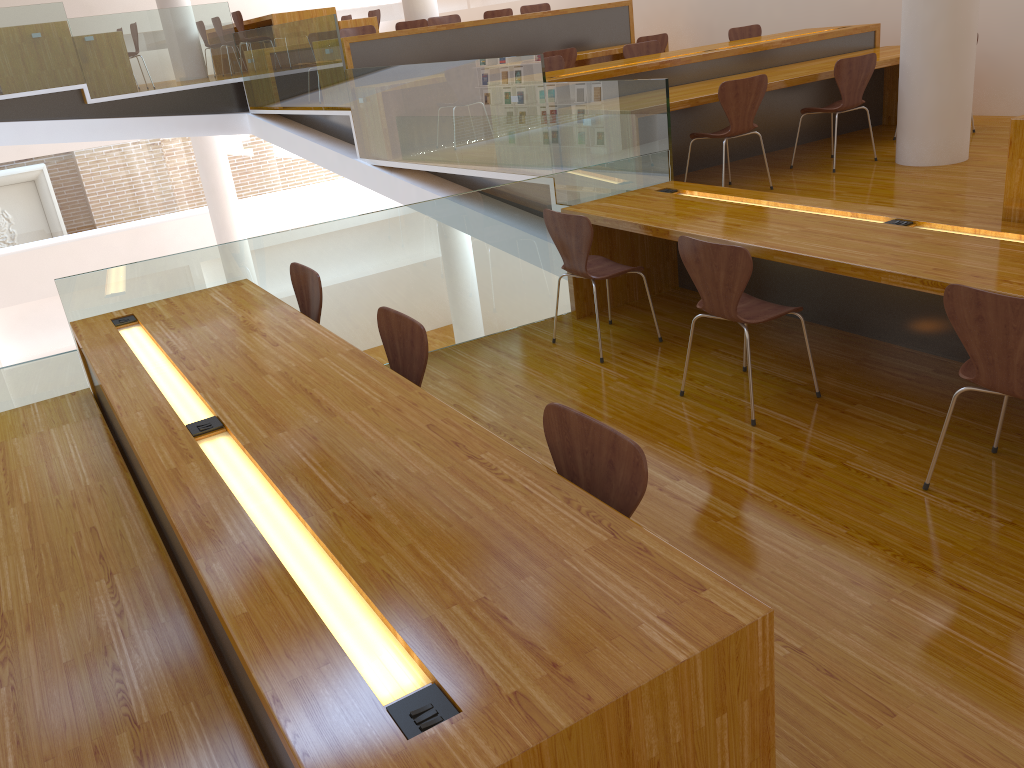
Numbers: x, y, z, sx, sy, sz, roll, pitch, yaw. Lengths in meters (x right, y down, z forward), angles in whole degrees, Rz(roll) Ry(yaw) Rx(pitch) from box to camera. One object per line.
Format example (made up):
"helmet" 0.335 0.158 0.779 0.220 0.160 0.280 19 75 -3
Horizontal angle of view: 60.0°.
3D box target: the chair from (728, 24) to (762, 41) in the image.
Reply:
"chair" 2.155 -2.756 7.723 0.428 0.693 0.381 -19 25 -26

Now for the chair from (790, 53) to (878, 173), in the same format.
"chair" 2.132 -1.800 5.868 0.428 0.693 0.381 -19 25 -26

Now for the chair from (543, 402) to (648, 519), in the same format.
"chair" 0.078 0.454 2.040 0.381 0.693 0.428 -19 25 -26

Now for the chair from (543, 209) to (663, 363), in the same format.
"chair" 0.430 -0.528 4.307 0.381 0.693 0.428 -19 25 -26

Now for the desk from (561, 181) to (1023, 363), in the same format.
"desk" 1.433 -0.324 3.620 0.760 0.606 3.185 -19 25 -26

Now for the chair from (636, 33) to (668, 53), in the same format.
"chair" 1.311 -3.093 8.820 0.428 0.693 0.381 -19 25 -26

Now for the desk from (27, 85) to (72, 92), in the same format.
"desk" -5.348 -3.676 10.253 1.248 0.757 3.196 -19 25 -26

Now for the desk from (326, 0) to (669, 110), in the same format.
"desk" -0.110 -3.043 8.699 3.216 1.022 1.248 -19 25 -26

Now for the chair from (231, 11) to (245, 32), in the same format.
"chair" -2.976 -3.987 10.338 0.381 0.693 0.428 -19 25 -26

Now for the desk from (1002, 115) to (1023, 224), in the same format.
"desk" 3.432 -1.074 3.796 3.185 0.606 0.760 -19 25 -26

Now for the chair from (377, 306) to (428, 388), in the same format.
"chair" -0.467 0.144 2.968 0.381 0.693 0.428 -19 25 -26

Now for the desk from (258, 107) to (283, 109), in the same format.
"desk" -1.257 -3.751 10.235 3.356 0.606 0.760 -19 25 -26

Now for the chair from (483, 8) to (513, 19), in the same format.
"chair" -0.205 -3.994 10.374 0.428 0.693 0.381 -19 25 -26

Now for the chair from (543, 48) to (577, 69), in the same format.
"chair" 0.382 -2.754 8.296 0.428 0.693 0.381 -19 25 -26

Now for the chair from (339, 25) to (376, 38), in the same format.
"chair" -1.406 -3.165 8.749 0.428 0.693 0.381 -19 25 -26

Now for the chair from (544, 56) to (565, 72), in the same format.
"chair" 0.363 -2.152 6.833 0.428 0.693 0.381 -19 25 -26

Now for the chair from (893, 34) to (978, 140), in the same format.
"chair" 3.061 -2.139 6.393 0.428 0.693 0.381 -19 25 -26

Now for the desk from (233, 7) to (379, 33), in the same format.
"desk" -2.930 -4.397 11.627 1.247 0.762 3.194 -19 25 -26

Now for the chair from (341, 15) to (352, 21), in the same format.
"chair" -2.360 -4.654 12.136 0.381 0.693 0.428 -19 25 -26

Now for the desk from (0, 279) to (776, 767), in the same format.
"desk" -0.891 0.547 2.666 1.285 0.918 3.236 -19 25 -26

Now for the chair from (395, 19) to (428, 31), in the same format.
"chair" -1.134 -3.655 9.850 0.428 0.693 0.381 -19 25 -26

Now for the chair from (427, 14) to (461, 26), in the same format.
"chair" -0.583 -3.450 9.178 0.428 0.693 0.381 -19 25 -26

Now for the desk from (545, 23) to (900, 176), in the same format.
"desk" 1.651 -2.044 6.496 3.243 0.785 1.527 -19 25 -26

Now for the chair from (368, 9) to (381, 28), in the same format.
"chair" -1.859 -4.394 11.345 0.381 0.693 0.428 -19 25 -26

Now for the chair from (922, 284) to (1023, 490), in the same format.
"chair" 1.541 0.020 2.623 0.381 0.693 0.428 -19 25 -26

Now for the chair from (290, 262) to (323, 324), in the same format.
"chair" -0.968 -0.116 3.758 0.381 0.693 0.428 -19 25 -26

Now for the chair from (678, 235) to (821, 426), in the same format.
"chair" 0.931 -0.268 3.517 0.381 0.693 0.428 -19 25 -26

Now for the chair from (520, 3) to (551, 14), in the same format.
"chair" 0.375 -3.766 9.634 0.428 0.693 0.381 -19 25 -26

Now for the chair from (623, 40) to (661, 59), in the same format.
"chair" 1.187 -2.437 7.261 0.428 0.693 0.381 -19 25 -26

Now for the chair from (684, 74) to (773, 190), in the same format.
"chair" 1.308 -1.514 5.440 0.428 0.693 0.381 -19 25 -26
